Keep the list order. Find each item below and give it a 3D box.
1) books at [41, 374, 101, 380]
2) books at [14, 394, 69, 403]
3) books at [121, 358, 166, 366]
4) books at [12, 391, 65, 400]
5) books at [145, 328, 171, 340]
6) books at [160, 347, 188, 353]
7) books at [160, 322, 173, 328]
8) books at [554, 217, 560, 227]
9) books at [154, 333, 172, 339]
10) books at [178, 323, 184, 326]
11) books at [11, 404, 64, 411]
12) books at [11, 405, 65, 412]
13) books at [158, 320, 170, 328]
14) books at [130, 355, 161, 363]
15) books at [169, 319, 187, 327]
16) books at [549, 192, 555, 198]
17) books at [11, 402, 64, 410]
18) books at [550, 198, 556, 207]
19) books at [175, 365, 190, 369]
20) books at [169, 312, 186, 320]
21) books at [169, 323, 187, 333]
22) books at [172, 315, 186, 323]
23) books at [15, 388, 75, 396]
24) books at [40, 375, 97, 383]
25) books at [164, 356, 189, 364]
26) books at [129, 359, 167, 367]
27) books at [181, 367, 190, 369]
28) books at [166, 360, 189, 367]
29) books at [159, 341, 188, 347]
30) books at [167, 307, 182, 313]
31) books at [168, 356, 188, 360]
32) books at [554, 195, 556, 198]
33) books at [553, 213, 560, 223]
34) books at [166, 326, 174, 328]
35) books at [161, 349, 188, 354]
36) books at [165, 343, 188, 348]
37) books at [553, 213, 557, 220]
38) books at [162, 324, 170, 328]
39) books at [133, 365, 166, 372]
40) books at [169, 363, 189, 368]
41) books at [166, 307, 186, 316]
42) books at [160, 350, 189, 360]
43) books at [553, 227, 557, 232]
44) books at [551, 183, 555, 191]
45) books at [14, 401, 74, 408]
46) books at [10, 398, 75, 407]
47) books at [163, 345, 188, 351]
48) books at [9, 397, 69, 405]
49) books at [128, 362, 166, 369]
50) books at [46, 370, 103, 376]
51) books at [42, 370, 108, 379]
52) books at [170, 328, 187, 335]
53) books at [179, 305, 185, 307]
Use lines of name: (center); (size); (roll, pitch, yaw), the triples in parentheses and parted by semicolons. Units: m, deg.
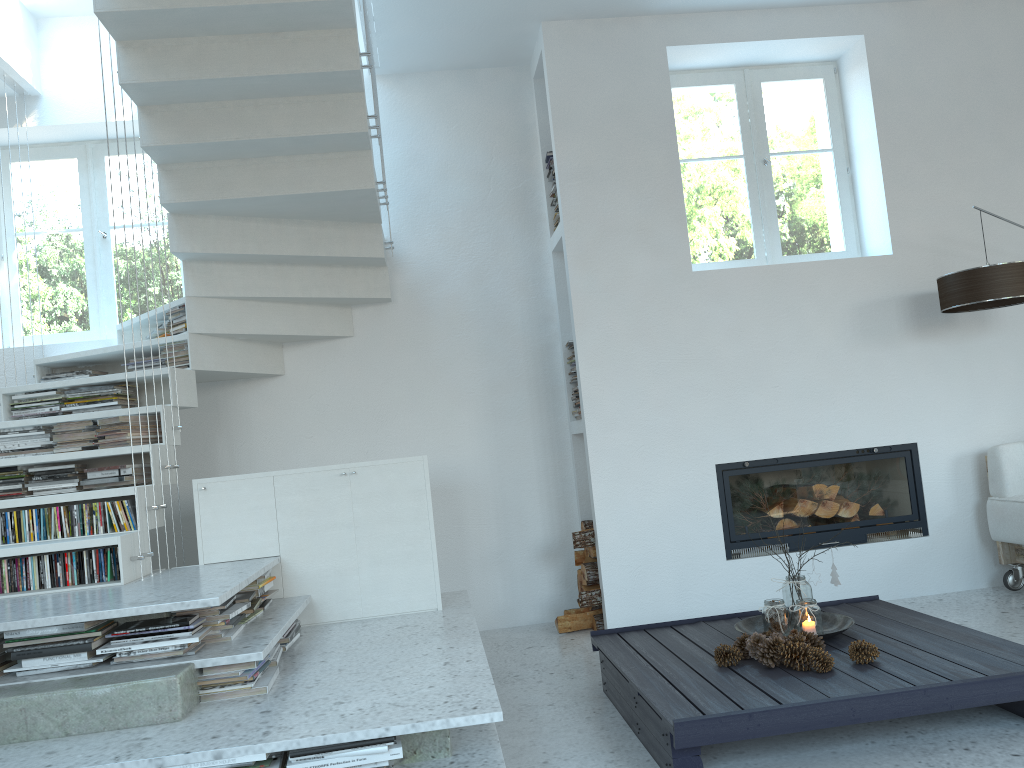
books: (-2.317, -0.031, 4.697); (0.262, 0.006, 0.184); (-6, -4, 0)
books: (-2.258, 0.076, 4.342); (0.298, 0.017, 0.136); (-7, -4, 10)
books: (-1.836, -0.112, 4.592); (0.299, 0.006, 0.192); (-7, -4, 19)
books: (-2.264, 0.059, 4.317); (0.230, 0.015, 0.190); (-7, -4, 8)
books: (-1.784, -0.265, 4.670); (0.226, 0.013, 0.284); (-3, -5, -33)
books: (-1.618, -0.163, 4.497); (0.159, 0.007, 0.285); (-7, -4, 20)
books: (-1.760, -0.304, 4.692); (0.173, 0.014, 0.196); (-3, -5, -36)
books: (0.387, -0.923, 5.003); (0.274, 0.014, 0.174); (-5, -4, -9)
books: (-1.766, -0.249, 4.680); (0.184, 0.008, 0.216); (-2, -5, -41)
books: (-1.588, -0.292, 4.502); (0.210, 0.009, 0.133); (-2, -5, -42)
books: (-2.257, 0.117, 4.318); (0.262, 0.006, 0.184); (-7, -4, 9)
books: (-2.255, 0.122, 4.326); (0.292, 0.005, 0.152); (-6, -4, 6)
books: (-1.756, -0.323, 4.698); (0.156, 0.014, 0.300); (-3, -5, -36)
books: (-1.837, -0.123, 4.591); (0.199, 0.016, 0.182); (-7, -4, 15)
books: (-1.576, -0.303, 4.490); (0.163, 0.010, 0.256); (-9, -5, 39)
books: (0.367, -1.095, 5.051); (0.292, 0.013, 0.127); (-5, -4, -10)
books: (-2.258, 0.111, 4.316); (0.268, 0.006, 0.170); (-6, -4, 5)
books: (0.373, -1.042, 5.028); (0.297, 0.007, 0.147); (-6, -4, -5)
books: (-1.622, -0.074, 4.496); (0.130, 0.015, 0.210); (-8, -4, 21)
books: (-1.598, -0.341, 4.509); (0.135, 0.017, 0.250); (-10, -6, 44)
books: (-1.575, -0.281, 4.490); (0.181, 0.017, 0.250); (-10, -6, 44)
books: (-1.573, -0.323, 4.486); (0.212, 0.028, 0.191); (-2, -6, -44)
books: (-2.264, 0.045, 4.328); (0.236, 0.014, 0.165); (-7, -4, 11)
books: (-2.316, -0.023, 4.701); (0.282, 0.010, 0.169); (-7, -4, 9)
books: (-1.605, -0.116, 4.491); (0.173, 0.018, 0.238); (-8, -4, 21)
books: (-1.830, -0.103, 4.605); (0.254, 0.012, 0.161); (-7, -4, 18)
books: (-1.605, -0.065, 4.490); (0.153, 0.009, 0.260); (-8, -4, 23)
books: (-1.603, -0.100, 4.490); (0.180, 0.015, 0.223); (-7, -4, 18)
books: (-1.624, -0.193, 4.500); (0.159, 0.007, 0.300); (-7, -4, 19)
books: (-1.602, -0.370, 4.512); (0.261, 0.016, 0.129); (-2, -6, -45)
books: (-1.616, -0.127, 4.495); (0.144, 0.008, 0.208); (-7, -4, 14)
books: (0.371, -1.082, 5.022); (0.249, 0.006, 0.189); (-5, -4, -9)
books: (0.384, -0.947, 5.014); (0.282, 0.010, 0.169); (-6, -4, -6)
books: (-1.770, -0.278, 4.681); (0.184, 0.013, 0.230); (-2, -5, -41)
books: (-1.616, -0.157, 4.496); (0.149, 0.006, 0.290); (-8, -4, 23)
books: (-1.611, -0.187, 4.495); (0.163, 0.008, 0.266); (-7, -4, 14)
books: (0.383, -0.956, 5.015); (0.290, 0.008, 0.147); (-6, -4, -2)
books: (-1.763, -0.291, 4.688); (0.175, 0.012, 0.265); (-3, -5, -34)
books: (-1.825, -0.076, 4.611); (0.230, 0.022, 0.141); (-7, -4, 17)
books: (-1.603, -0.088, 4.490); (0.168, 0.008, 0.241); (-8, -4, 22)
books: (-1.577, -0.360, 4.488); (0.175, 0.012, 0.283); (-9, -5, 39)
books: (-1.605, -0.144, 4.487); (0.200, 0.023, 0.262); (-8, -4, 21)
books: (0.389, -0.891, 5.017); (0.290, 0.007, 0.130); (-5, -4, -11)
books: (0.363, -1.126, 5.057); (0.265, 0.016, 0.138); (-6, -4, -6)
books: (-2.259, 0.102, 4.317); (0.232, 0.011, 0.171); (-6, -4, 5)
books: (-2.260, 0.093, 4.321); (0.290, 0.008, 0.162); (-7, -4, 13)
books: (-1.631, -0.173, 4.501); (0.132, 0.016, 0.262); (-7, -4, 17)
books: (-2.260, 0.086, 4.321); (0.292, 0.005, 0.168); (-7, -4, 12)
books: (-1.833, -0.092, 4.592); (0.233, 0.010, 0.170); (-7, -4, 14)
books: (-2.318, -0.054, 4.718); (0.239, 0.008, 0.160); (-6, -4, 3)
books: (-2.318, -0.042, 4.711); (0.288, 0.017, 0.150); (-7, -4, 9)
books: (-1.584, -0.263, 4.499); (0.142, 0.015, 0.247); (-10, -5, 42)
books: (-1.589, -0.387, 4.499); (0.226, 0.014, 0.160); (-2, -6, -43)
